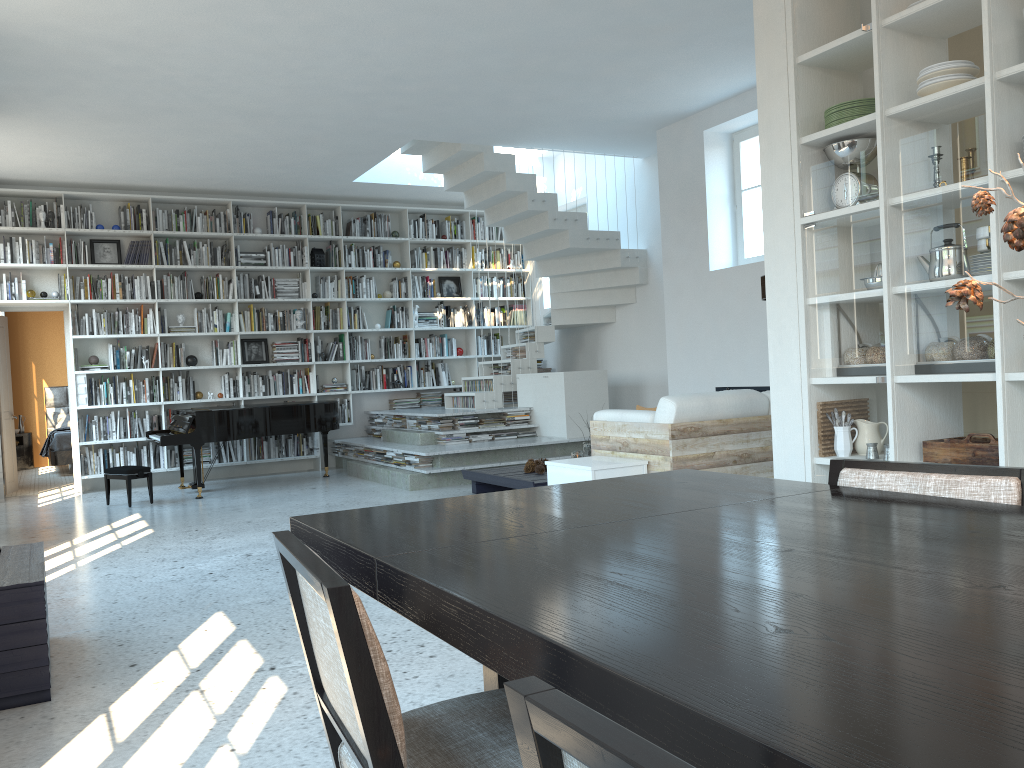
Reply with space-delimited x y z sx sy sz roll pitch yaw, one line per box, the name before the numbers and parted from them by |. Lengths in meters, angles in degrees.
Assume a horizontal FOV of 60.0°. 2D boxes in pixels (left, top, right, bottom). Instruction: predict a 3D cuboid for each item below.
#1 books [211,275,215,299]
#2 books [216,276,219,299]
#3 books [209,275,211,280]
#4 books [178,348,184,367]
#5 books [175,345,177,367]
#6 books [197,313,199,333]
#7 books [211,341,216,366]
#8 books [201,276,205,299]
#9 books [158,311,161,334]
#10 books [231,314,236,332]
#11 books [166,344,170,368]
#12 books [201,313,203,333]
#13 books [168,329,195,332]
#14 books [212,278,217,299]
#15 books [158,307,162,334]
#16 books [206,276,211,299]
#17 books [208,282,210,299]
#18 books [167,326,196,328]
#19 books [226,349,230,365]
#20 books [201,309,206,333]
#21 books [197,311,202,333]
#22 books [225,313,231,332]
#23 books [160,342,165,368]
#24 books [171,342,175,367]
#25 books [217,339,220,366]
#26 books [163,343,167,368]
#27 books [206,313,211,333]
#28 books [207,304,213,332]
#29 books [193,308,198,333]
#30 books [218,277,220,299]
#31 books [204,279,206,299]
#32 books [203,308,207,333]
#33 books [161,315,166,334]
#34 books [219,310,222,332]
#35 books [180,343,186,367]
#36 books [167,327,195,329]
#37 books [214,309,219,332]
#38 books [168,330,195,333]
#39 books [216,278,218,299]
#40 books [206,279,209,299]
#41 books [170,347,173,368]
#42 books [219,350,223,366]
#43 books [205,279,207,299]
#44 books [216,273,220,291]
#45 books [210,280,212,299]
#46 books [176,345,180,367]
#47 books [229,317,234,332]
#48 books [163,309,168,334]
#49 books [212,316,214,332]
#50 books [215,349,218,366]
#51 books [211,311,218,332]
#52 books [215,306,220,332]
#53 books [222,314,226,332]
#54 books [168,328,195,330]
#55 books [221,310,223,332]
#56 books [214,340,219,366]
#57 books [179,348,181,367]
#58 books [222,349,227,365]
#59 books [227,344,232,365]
books | -3.387 -1.080 9.993 0.033 0.287 0.155 -4 1 -28
books | -3.330 -1.072 10.011 0.004 0.265 0.141 -4 1 -28
books | -3.398 -1.073 9.975 0.005 0.275 0.157 -4 1 -28
books | -3.668 -0.290 9.821 0.028 0.216 0.175 -4 1 -28
books | -3.724 -0.301 9.799 0.014 0.244 0.153 -4 1 -28
books | -3.526 -0.674 9.912 0.010 0.232 0.154 -4 1 -28
books | -3.366 -0.342 9.990 0.012 0.285 0.159 -4 1 -28
books | -3.469 -1.070 9.955 0.012 0.276 0.129 -4 1 -28
books | -3.873 -0.667 9.725 0.024 0.257 0.134 -4 1 -28
books | -3.176 -0.687 10.103 0.026 0.217 0.126 -4 1 -28
books | -3.791 -0.307 9.761 0.036 0.263 0.166 -4 1 -28
books | -3.490 -0.674 9.943 0.024 0.227 0.137 -4 1 -28
books | -3.666 -0.593 9.828 0.254 0.012 0.161 -3 1 -33
books | -3.350 -1.060 9.974 0.013 0.244 0.188 -4 1 -28
books | -3.867 -0.688 9.748 0.011 0.298 0.135 -4 1 -28
books | -3.415 -1.068 9.978 0.009 0.267 0.149 -4 1 -28
books | -3.418 -1.035 9.967 0.011 0.200 0.162 -4 1 -28
books | -3.668 -0.629 9.829 0.285 0.012 0.159 -3 1 -32
books | -3.229 -0.301 10.063 0.024 0.188 0.172 -4 1 -28
books | -3.463 -0.696 9.940 0.022 0.267 0.151 -4 1 -28
books | -3.500 -0.683 9.905 0.030 0.247 0.174 -4 1 -28
books | -3.229 -0.689 10.052 0.060 0.227 0.179 -4 1 -28
books | -3.842 -0.314 9.736 0.025 0.284 0.145 -4 1 -28
books | -3.734 -0.315 9.771 0.026 0.274 0.190 -4 1 -28
books | -3.326 -0.351 10.016 0.012 0.298 0.166 -4 1 -28
books | -3.822 -0.311 9.752 0.026 0.275 0.154 -4 1 -28
books | -3.422 -0.677 9.967 0.048 0.225 0.149 -4 1 -28
books | -3.396 -0.731 9.972 0.010 0.329 0.173 -4 1 -28
books | -3.531 -0.700 9.895 0.012 0.285 0.159 -4 1 -28
books | -3.322 -1.067 10.009 0.006 0.253 0.180 -4 1 -28
books | -3.460 -1.052 9.957 0.005 0.239 0.146 -4 1 -28
books | -3.443 -0.706 9.938 0.012 0.286 0.167 -4 1 -28
books | -3.840 -0.645 9.750 0.034 0.210 0.136 -4 1 -28
books | -3.310 -0.701 10.012 0.023 0.260 0.170 -4 1 -28
books | -3.651 -0.316 9.847 0.028 0.266 0.144 -4 1 -28
books | -3.670 -0.617 9.834 0.285 0.012 0.159 -3 1 -26
books | -3.331 -0.702 9.990 0.012 0.265 0.193 -4 1 -28
books | -3.666 -0.581 9.831 0.254 0.012 0.161 -3 1 -32
books | -3.339 -1.066 10.007 0.017 0.253 0.139 -4 1 -28
books | -3.424 -1.052 9.938 0.005 0.236 0.178 -4 1 -28
books | -3.765 -0.290 9.778 0.025 0.228 0.153 -4 1 -28
books | -3.307 -0.294 10.033 0.030 0.183 0.154 -4 1 -28
books | -3.444 -1.053 9.937 0.005 0.240 0.173 -4 1 -28
books | -3.319 -1.092 10.013 0.006 0.304 0.165 -4 1 -28
books | -3.392 -1.044 9.954 0.006 0.216 0.181 -4 1 -28
books | -3.714 -0.304 9.824 0.028 0.248 0.142 -4 1 -28
books | -3.197 -0.668 10.089 0.027 0.181 0.142 -4 1 -28
books | -3.815 -0.681 9.757 0.021 0.278 0.136 -4 1 -28
books | -3.383 -0.661 9.995 0.025 0.189 0.140 -4 1 -28
books | -3.345 -0.294 9.996 0.025 0.186 0.154 -4 1 -28
books | -3.353 -0.692 9.990 0.028 0.247 0.170 -4 1 -28
books | -3.325 -0.720 10.003 0.011 0.301 0.178 -4 1 -28
books | -3.277 -0.682 10.052 0.026 0.219 0.150 -4 1 -28
books | -3.668 -0.605 9.832 0.254 0.012 0.161 -3 1 -31
books | -3.299 -0.700 10.040 0.022 0.256 0.152 -4 1 -28
books | -3.337 -0.347 10.013 0.011 0.292 0.156 -4 1 -28
books | -3.686 -0.285 9.815 0.011 0.208 0.180 -4 1 -28
books | -3.262 -0.300 10.040 0.057 0.188 0.156 -4 1 -28
books | -3.209 -0.331 10.061 0.012 0.244 0.171 -4 1 -28
